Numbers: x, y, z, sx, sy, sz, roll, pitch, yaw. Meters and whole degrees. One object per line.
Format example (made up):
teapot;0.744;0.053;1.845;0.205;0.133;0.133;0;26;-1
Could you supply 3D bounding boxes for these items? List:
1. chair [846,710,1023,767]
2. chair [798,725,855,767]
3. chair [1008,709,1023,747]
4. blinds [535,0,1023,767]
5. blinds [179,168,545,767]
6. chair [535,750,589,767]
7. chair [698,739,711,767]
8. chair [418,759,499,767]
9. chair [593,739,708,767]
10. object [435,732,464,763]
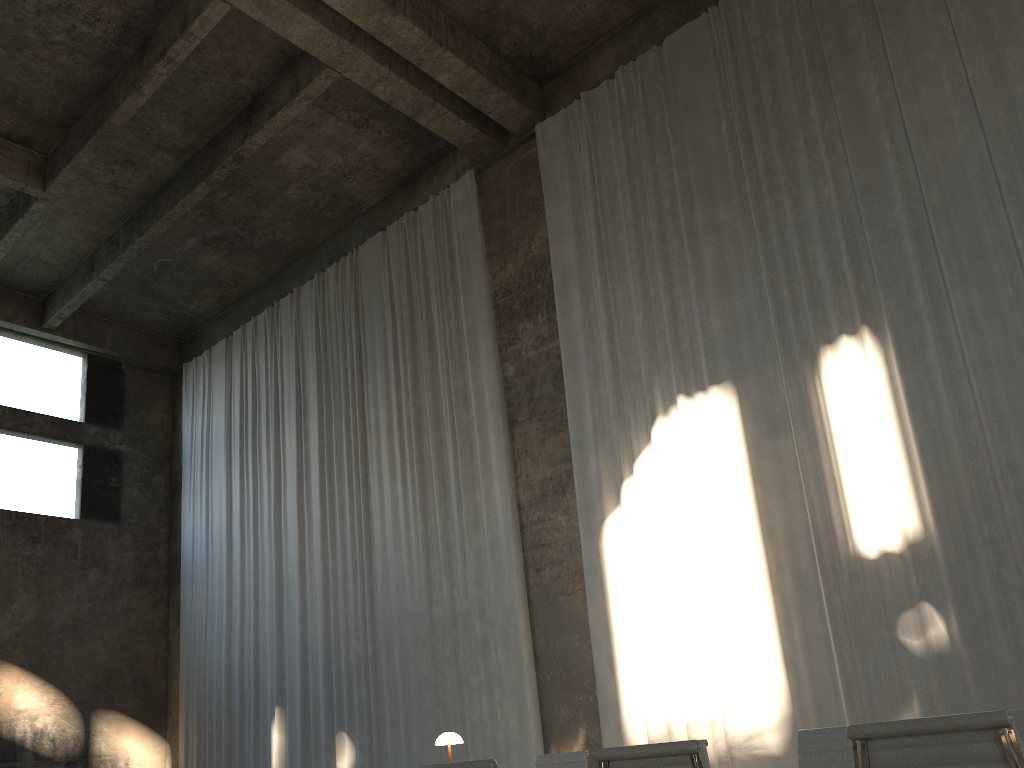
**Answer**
chair;1.319;1.440;2.431;0.708;0.985;0.683;12;-26;-42
chair;1.517;2.118;4.067;0.708;0.985;0.683;12;-26;-42
chair;2.171;1.823;3.520;0.707;0.985;0.684;11;-25;-39
blinds;3.517;-0.599;7.650;8.012;8.314;0.279;-22;-23;39
blinds;-2.942;2.301;13.018;8.000;8.314;0.279;-21;-23;37
chair;0.176;2.713;5.166;0.707;0.985;0.684;11;-25;-39
chair;0.814;2.427;4.636;0.680;0.985;0.712;-20;-24;37
chair;-0.007;2.035;3.533;0.708;0.985;0.683;12;-26;-42
chair;0.665;1.735;2.979;0.707;0.985;0.684;11;-25;-39
object;-0.582;3.604;7.401;0.571;1.247;0.684;0;-19;-16
